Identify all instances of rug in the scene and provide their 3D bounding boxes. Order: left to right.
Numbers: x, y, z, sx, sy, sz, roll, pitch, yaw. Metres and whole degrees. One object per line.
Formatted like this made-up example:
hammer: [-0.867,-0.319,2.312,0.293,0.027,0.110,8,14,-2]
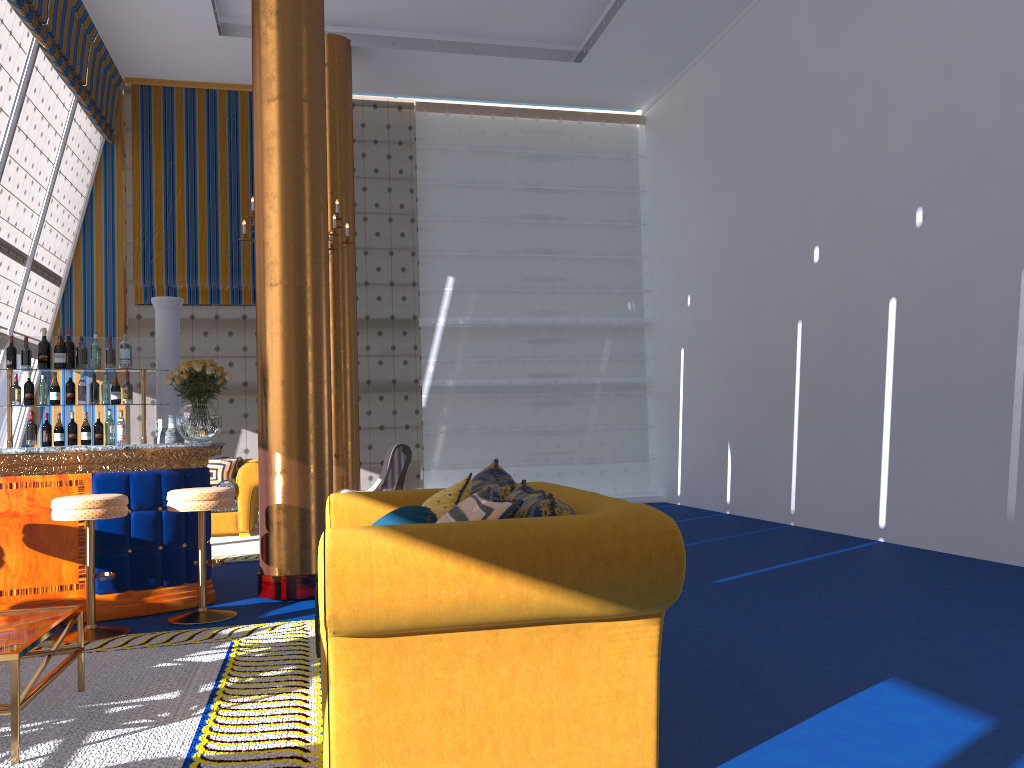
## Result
rug: [-2.173,1.228,1.755,3.610,0.010,6.228,-1,-3,-13]
rug: [-2.633,1.667,9.571,6.288,0.011,3.577,-1,-3,-14]

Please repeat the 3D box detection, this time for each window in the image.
window: [-4.213,-1.517,4.107,1.627,5.852,15.397,-1,-3,-13]

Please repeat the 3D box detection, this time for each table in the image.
table: [-2.238,1.128,3.309,0.979,0.369,0.902,-1,-3,-13]

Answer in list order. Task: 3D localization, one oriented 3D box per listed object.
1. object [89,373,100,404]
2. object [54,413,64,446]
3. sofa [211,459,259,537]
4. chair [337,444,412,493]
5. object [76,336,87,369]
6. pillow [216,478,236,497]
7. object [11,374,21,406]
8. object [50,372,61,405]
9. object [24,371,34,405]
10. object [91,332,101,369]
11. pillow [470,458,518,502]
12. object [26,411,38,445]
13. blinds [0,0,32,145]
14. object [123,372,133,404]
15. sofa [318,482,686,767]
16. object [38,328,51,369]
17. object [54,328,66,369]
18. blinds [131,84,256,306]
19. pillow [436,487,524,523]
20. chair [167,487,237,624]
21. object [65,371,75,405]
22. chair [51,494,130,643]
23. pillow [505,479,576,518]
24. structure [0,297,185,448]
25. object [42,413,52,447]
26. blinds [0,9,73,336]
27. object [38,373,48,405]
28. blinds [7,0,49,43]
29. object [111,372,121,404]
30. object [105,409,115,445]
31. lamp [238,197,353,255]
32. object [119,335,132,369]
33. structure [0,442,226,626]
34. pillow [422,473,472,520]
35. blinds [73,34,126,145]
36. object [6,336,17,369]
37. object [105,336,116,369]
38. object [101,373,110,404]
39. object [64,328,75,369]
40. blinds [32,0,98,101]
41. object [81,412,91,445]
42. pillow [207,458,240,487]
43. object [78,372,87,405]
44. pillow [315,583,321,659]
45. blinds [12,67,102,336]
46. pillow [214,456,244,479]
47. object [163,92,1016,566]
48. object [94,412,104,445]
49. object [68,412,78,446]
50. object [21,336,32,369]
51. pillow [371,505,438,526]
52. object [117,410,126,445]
object: [-3.078,0.036,6.536,0.072,0.232,0.071,0,-3,-35]
object: [-3.289,0.331,6.442,0.069,0.243,0.068,0,-3,-32]
sofa: [-3.714,1.309,10.102,1.856,0.854,1.007,-1,-3,-12]
chair: [-1.449,1.107,9.105,0.788,0.966,0.790,-1,-3,-13]
object: [-3.160,-0.228,6.512,0.075,0.247,0.077,-4,-3,40]
pillow: [-3.161,1.171,9.894,0.215,0.219,0.372,-1,-3,-8]
object: [-3.537,0.042,6.327,0.067,0.224,0.065,1,-4,-44]
object: [-3.310,0.033,6.427,0.069,0.243,0.068,0,-3,-32]
object: [-3.469,0.031,6.371,0.066,0.243,0.065,0,-3,-32]
object: [-3.064,-0.244,6.530,0.069,0.271,0.069,-2,-3,-3]
pillow: [-0.117,0.641,3.519,0.355,0.672,0.600,-1,-3,-5]
object: [-3.446,0.314,6.366,0.072,0.242,0.070,0,-3,-32]
blinds: [-4.773,-2.209,7.845,0.879,3.392,1.359,-1,-3,-13]
object: [-2.866,0.030,6.615,0.071,0.244,0.072,-2,-3,7]
sofa: [-0.170,0.830,3.215,1.016,0.854,1.840,-1,-3,-12]
object: [-3.390,-0.255,6.430,0.081,0.302,0.081,-1,-3,-8]
object: [-3.286,-0.256,6.455,0.085,0.302,0.084,-1,-3,-19]
blinds: [-3.650,-2.527,11.899,2.674,2.989,0.151,-1,-3,-14]
pillow: [-0.174,0.582,2.892,0.329,0.455,0.519,-1,-3,-14]
chair: [-1.888,1.026,5.403,0.402,0.781,0.394,1,-4,-43]
object: [-3.219,0.029,6.466,0.066,0.243,0.065,0,-3,-32]
chair: [-2.374,1.019,4.999,0.394,0.781,0.402,-4,-3,36]
pillow: [0.021,0.637,2.946,0.340,0.609,0.612,-1,-3,-8]
structure: [-3.412,0.430,6.543,2.329,2.195,0.764,-1,-3,-22]
object: [-3.368,0.332,6.421,0.066,0.243,0.065,-1,-3,-10]
blinds: [-5.113,-2.117,9.341,0.879,3.392,1.359,-1,-3,-13]
object: [-3.386,0.038,6.405,0.058,0.229,0.059,-3,-3,36]
blinds: [-4.386,-3.748,7.875,0.340,0.830,1.517,-1,-3,-13]
object: [-2.944,0.031,6.592,0.069,0.243,0.068,0,-3,-32]
object: [-2.992,0.320,6.601,0.068,0.269,0.069,-4,-3,37]
lamp: [-2.225,-2.484,9.092,1.070,2.420,1.049,0,-3,-36]
object: [-2.897,-0.240,6.651,0.092,0.259,0.091,0,-3,-30]
structure: [-2.989,0.928,5.521,2.330,1.064,0.763,0,-3,-24]
pillow: [-0.260,0.595,3.438,0.232,0.491,0.609,-1,-3,-8]
blinds: [-5.065,-3.566,10.863,0.340,0.830,1.517,-1,-3,-13]
object: [-3.606,-0.225,6.389,0.066,0.243,0.065,-1,-3,-10]
object: [-2.984,-0.233,6.588,0.071,0.246,0.073,-3,-3,36]
object: [-3.013,0.036,6.574,0.058,0.229,0.059,-3,-3,36]
object: [-3.244,-0.257,6.491,0.081,0.302,0.081,-2,-3,3]
blinds: [-4.725,-3.657,9.367,0.340,0.830,1.517,-1,-3,-13]
object: [-3.129,0.327,6.513,0.069,0.243,0.068,0,-3,-32]
pillow: [-3.387,1.070,10.122,0.524,0.455,0.326,-1,-3,-14]
object: [-3.144,0.031,6.488,0.057,0.239,0.056,0,-3,-39]
pillow: [-0.398,0.696,2.660,0.374,0.219,0.214,-1,-3,-9]
blinds: [-5.440,-2.030,10.779,0.879,3.392,1.359,-1,-3,-13]
pillow: [-3.438,1.140,10.311,0.616,0.609,0.338,-1,-3,-9]
object: [-0.570,-6.840,4.964,63.439,33.585,63.141,-1,-3,-7]
object: [-3.054,0.330,6.553,0.066,0.243,0.065,0,-3,-32]
object: [-3.203,0.326,6.467,0.066,0.243,0.065,0,-3,-32]
object: [-3.534,-0.224,6.451,0.071,0.246,0.073,-3,-3,36]
pillow: [-0.452,0.630,3.204,0.455,0.367,0.395,-4,-4,37]
object: [-2.919,0.324,6.629,0.061,0.257,0.061,-1,-3,-13]
